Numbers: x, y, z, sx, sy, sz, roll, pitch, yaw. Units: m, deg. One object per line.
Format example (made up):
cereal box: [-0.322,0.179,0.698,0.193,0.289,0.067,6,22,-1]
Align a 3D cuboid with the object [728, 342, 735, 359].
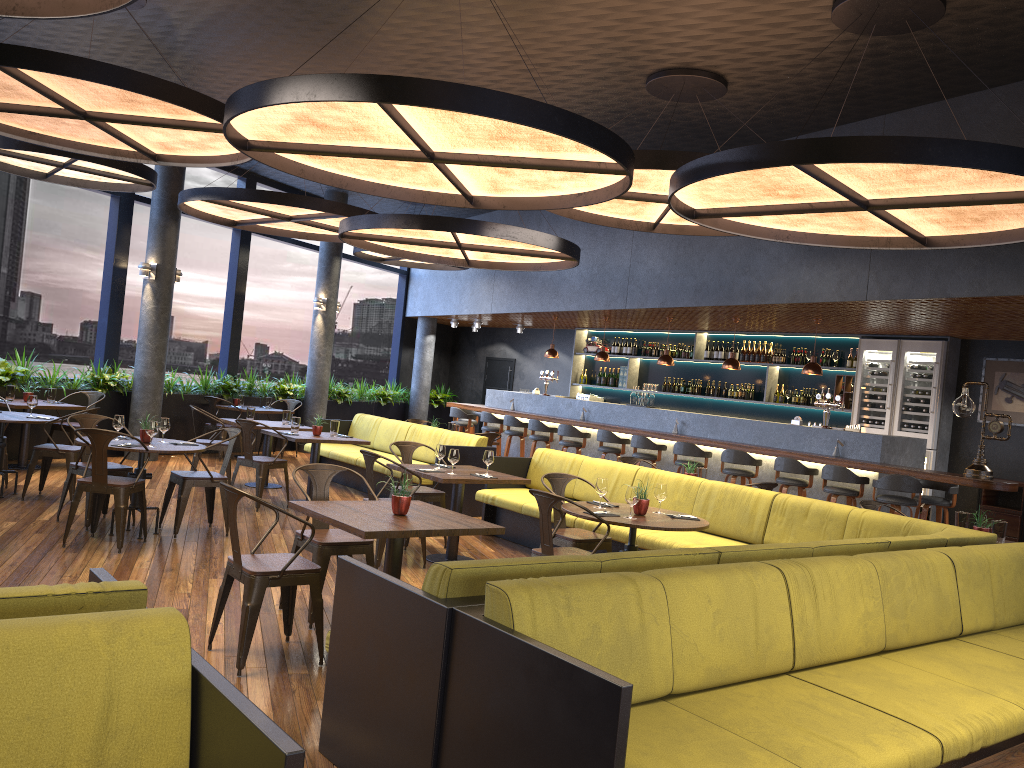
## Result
object: [3.447,-0.508,13.904,0.085,0.310,0.086,6,0,-5]

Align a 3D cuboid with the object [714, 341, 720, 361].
object: [3.271,-0.526,14.129,0.085,0.310,0.086,6,0,-5]

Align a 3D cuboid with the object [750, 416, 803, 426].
object: [3.248,0.423,11.042,0.200,0.106,0.766,6,0,-38]

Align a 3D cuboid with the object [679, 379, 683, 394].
object: [2.832,0.037,14.853,0.063,0.254,0.063,6,0,24]

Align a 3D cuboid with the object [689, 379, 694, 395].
object: [2.943,0.050,14.515,0.063,0.254,0.063,6,0,-20]

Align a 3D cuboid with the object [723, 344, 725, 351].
object: [3.360,-0.517,14.169,0.085,0.310,0.086,6,0,3]

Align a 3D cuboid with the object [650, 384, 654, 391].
object: [2.408,0.059,15.212,0.084,0.119,0.084,6,0,7]

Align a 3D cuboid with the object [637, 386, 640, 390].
object: [2.204,0.068,15.440,0.042,0.059,0.042,6,0,14]

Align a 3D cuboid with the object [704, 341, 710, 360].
object: [3.147,-0.539,14.280,0.085,0.310,0.086,6,0,-11]

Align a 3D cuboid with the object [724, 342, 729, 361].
object: [3.417,-0.511,14.091,0.085,0.310,0.086,6,0,-27]

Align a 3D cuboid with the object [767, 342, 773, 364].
object: [3.931,-0.467,13.468,0.084,0.330,0.084,6,0,-31]

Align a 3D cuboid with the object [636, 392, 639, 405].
object: [1.863,0.224,12.989,0.105,0.209,0.105,6,0,-3]

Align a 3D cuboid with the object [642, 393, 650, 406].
object: [1.921,0.231,12.734,0.105,0.209,0.105,6,0,-3]

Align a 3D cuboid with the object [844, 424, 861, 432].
object: [3.907,0.501,10.166,0.177,0.091,0.091,6,0,27]

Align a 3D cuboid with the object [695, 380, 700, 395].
object: [3.022,0.058,14.403,0.063,0.254,0.063,6,0,4]

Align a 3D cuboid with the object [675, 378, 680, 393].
object: [2.764,0.030,14.795,0.063,0.254,0.063,6,0,-10]

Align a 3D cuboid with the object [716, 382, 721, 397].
object: [3.306,0.088,14.169,0.063,0.254,0.063,6,0,24]

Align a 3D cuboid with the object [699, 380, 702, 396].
object: [3.072,0.063,14.471,0.063,0.254,0.063,6,0,24]

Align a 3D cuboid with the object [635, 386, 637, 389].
object: [2.161,0.063,15.435,0.042,0.059,0.042,6,0,14]

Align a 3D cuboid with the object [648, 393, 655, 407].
object: [2.006,0.239,12.811,0.105,0.209,0.105,6,0,-3]

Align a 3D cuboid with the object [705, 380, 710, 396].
object: [3.142,0.071,14.201,0.063,0.254,0.063,6,0,24]

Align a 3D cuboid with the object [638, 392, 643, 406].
object: [1.883,0.226,12.867,0.105,0.209,0.105,6,0,-3]

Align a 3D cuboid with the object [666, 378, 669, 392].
object: [2.643,0.017,15.016,0.063,0.254,0.063,6,0,44]

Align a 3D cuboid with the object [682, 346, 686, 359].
object: [2.841,-0.525,14.620,0.068,0.217,0.068,6,0,37]

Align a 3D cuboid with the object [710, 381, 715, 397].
object: [3.203,0.077,14.121,0.063,0.254,0.063,6,0,-1]

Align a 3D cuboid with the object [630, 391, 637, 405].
object: [1.771,0.215,12.931,0.105,0.209,0.105,6,0,-3]

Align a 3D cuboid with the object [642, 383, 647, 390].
object: [2.303,0.048,15.347,0.084,0.119,0.084,6,0,7]

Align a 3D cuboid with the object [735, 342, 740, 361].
object: [3.536,-0.499,13.944,0.085,0.310,0.086,6,0,3]

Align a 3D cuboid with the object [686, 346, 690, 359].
object: [2.919,-0.517,14.673,0.068,0.217,0.068,6,0,-33]

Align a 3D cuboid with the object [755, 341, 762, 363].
object: [3.756,-0.485,13.486,0.084,0.330,0.084,6,0,-31]

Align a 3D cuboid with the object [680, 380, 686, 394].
object: [2.830,0.052,14.651,0.088,0.224,0.088,6,0,-24]

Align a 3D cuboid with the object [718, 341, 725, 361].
object: [3.326,-0.520,14.055,0.085,0.310,0.086,6,0,-11]

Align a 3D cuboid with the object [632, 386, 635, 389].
object: [2.132,0.060,15.532,0.042,0.059,0.042,6,0,14]

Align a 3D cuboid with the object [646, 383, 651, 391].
object: [2.355,0.054,15.280,0.084,0.119,0.084,6,0,7]

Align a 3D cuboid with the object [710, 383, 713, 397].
object: [3.229,0.079,14.268,0.063,0.254,0.063,6,0,39]

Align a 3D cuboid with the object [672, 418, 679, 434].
object: [2.221,0.568,11.980,0.114,0.203,0.069,6,0,41]

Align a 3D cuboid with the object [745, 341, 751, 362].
object: [3.639,-0.498,13.642,0.084,0.330,0.084,6,0,-31]

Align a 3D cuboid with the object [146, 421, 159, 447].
object: [-2.892,0.401,7.121,0.097,0.206,0.097,6,0,-32]

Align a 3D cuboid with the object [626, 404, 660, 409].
object: [1.897,0.323,12.880,0.273,0.019,0.437,6,0,-38]

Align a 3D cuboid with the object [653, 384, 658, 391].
object: [2.462,0.065,15.144,0.084,0.119,0.084,6,0,7]

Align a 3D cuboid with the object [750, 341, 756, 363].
object: [3.696,-0.492,13.569,0.084,0.330,0.084,6,0,-31]

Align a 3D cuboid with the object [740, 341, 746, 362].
object: [3.581,-0.504,13.715,0.084,0.330,0.084,6,0,-31]

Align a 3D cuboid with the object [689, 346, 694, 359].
object: [2.954,-0.516,14.523,0.088,0.224,0.088,6,0,-24]

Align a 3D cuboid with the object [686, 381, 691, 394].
object: [2.936,0.063,14.699,0.088,0.224,0.088,6,0,26]

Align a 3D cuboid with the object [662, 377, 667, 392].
object: [2.573,0.010,14.947,0.063,0.254,0.063,6,0,24]

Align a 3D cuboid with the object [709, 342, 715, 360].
object: [3.239,-0.530,14.316,0.085,0.310,0.086,6,0,-24]

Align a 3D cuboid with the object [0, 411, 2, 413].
object: [-5.114,0.264,8.699,0.255,0.019,0.157,6,0,38]

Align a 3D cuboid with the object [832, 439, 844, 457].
object: [3.707,0.726,10.092,0.114,0.203,0.069,6,0,-4]

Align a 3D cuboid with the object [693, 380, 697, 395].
object: [3.011,0.056,14.559,0.063,0.254,0.063,6,0,-5]

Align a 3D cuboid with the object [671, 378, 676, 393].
object: [2.719,0.025,14.919,0.063,0.254,0.063,6,0,9]

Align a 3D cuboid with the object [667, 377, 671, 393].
object: [2.635,0.017,14.867,0.063,0.254,0.063,6,0,39]

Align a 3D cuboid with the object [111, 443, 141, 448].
object: [-3.041,0.481,7.018,0.157,0.019,0.255,6,0,4]

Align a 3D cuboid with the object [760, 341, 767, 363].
object: [3.817,-0.479,13.412,0.084,0.330,0.084,6,0,-31]

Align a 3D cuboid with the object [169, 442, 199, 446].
object: [-2.804,0.503,7.526,0.255,0.019,0.157,6,0,-40]
